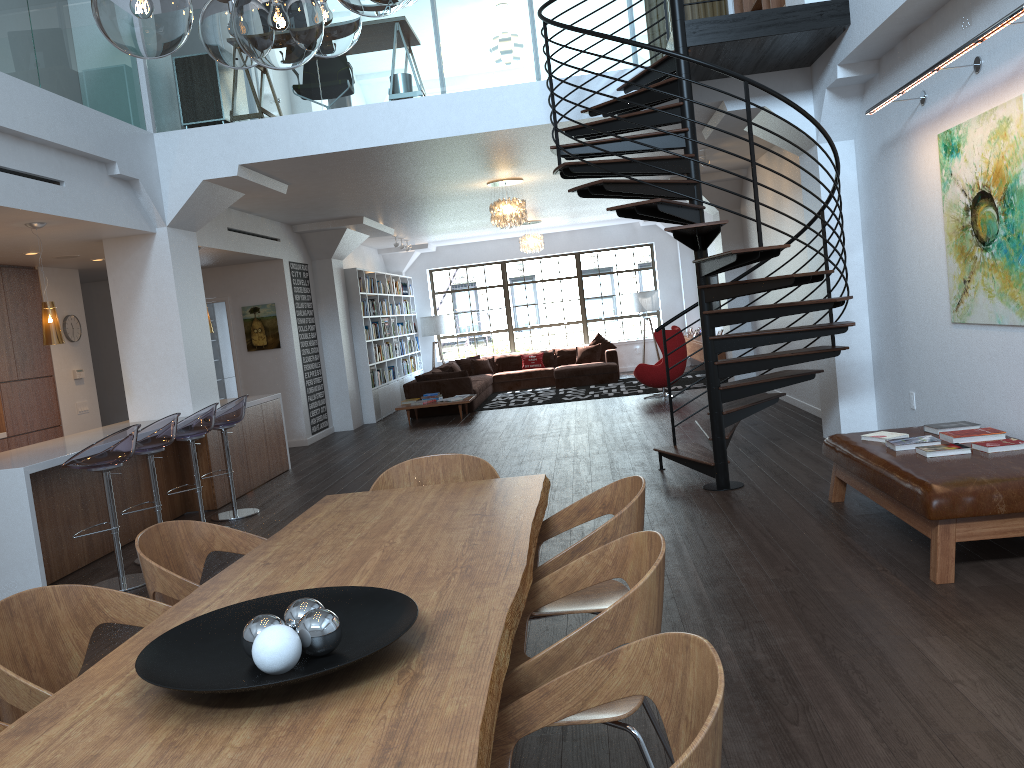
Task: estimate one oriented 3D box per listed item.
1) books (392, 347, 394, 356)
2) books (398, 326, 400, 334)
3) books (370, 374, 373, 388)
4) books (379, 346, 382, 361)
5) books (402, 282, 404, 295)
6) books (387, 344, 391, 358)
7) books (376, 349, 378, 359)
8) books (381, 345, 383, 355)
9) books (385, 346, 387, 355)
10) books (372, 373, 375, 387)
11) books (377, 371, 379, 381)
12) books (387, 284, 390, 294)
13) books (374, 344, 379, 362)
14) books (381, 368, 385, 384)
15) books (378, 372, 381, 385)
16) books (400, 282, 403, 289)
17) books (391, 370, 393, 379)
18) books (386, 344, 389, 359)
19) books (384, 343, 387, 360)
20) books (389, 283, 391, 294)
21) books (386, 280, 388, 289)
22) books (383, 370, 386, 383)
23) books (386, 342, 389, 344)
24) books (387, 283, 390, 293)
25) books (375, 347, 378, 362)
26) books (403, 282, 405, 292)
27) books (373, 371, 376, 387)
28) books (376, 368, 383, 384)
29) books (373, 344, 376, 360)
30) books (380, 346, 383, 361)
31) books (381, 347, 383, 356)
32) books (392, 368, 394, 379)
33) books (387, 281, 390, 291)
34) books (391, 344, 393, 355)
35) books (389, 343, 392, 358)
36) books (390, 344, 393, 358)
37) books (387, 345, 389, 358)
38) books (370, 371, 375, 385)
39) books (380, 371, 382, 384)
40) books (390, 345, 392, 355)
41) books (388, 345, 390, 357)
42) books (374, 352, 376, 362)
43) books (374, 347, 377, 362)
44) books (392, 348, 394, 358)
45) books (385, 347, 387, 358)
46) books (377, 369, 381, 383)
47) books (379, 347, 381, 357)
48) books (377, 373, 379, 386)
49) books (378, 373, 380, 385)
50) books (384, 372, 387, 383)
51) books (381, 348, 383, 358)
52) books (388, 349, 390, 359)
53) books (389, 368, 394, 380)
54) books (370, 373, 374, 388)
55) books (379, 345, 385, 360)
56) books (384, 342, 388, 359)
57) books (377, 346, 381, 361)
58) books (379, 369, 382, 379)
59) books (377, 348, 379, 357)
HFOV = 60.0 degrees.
[{"bbox_3d":[-2.193,-0.574,15.697,0.168,0.231,0.037,-6,4,4],"label":"books"},{"bbox_3d":[-2.145,-0.981,16.438,0.120,0.167,0.019,-6,4,5],"label":"books"},{"bbox_3d":[-2.279,-0.037,13.915,0.161,0.223,0.032,-6,4,5],"label":"books"},{"bbox_3d":[-2.265,-0.502,14.743,0.183,0.253,0.034,-6,4,5],"label":"books"},{"bbox_3d":[-2.202,-1.838,17.222,0.183,0.253,0.042,-6,4,5],"label":"books"},{"bbox_3d":[-2.202,-0.561,15.410,0.183,0.253,0.034,-6,4,4],"label":"books"},{"bbox_3d":[-2.283,-0.465,14.497,0.161,0.223,0.027,-6,4,5],"label":"books"},{"bbox_3d":[-2.253,-0.513,14.882,0.160,0.250,0.026,-6,4,5],"label":"books"},{"bbox_3d":[-2.220,-0.523,15.135,0.161,0.223,0.026,-6,4,4],"label":"books"},{"bbox_3d":[-2.265,-0.048,14.033,0.161,0.223,0.032,-6,4,5],"label":"books"},{"bbox_3d":[-2.253,-0.083,14.398,0.176,0.231,0.053,-6,4,5],"label":"books"},{"bbox_3d":[-2.299,-1.708,15.846,0.174,0.236,0.136,-6,4,4],"label":"books"},{"bbox_3d":[-2.286,-0.502,14.535,0.176,0.290,0.053,-6,4,5],"label":"books"},{"bbox_3d":[-2.222,-0.125,14.745,0.183,0.253,0.042,-6,4,5],"label":"books"},{"bbox_3d":[-2.235,-0.078,14.473,0.161,0.223,0.030,-6,4,4],"label":"books"},{"bbox_3d":[-2.211,-1.834,17.179,0.183,0.253,0.042,-6,4,5],"label":"books"},{"bbox_3d":[-2.153,-0.152,15.472,0.128,0.178,0.021,-6,4,5],"label":"books"},{"bbox_3d":[-2.223,-0.544,15.217,0.183,0.253,0.034,-6,4,4],"label":"books"},{"bbox_3d":[-2.245,-0.545,15.063,0.198,0.284,0.066,-6,4,4],"label":"books"},{"bbox_3d":[-2.279,-1.717,16.011,0.161,0.223,0.032,-6,4,5],"label":"books"},{"bbox_3d":[-2.305,-1.709,15.759,0.183,0.253,0.042,-6,4,5],"label":"books"},{"bbox_3d":[-2.215,-0.123,14.835,0.174,0.236,0.142,-6,4,4],"label":"books"},{"bbox_3d":[-2.211,-0.582,15.443,0.176,0.290,0.036,-6,4,4],"label":"books"},{"bbox_3d":[-2.285,-1.699,15.901,0.161,0.207,0.130,-6,4,4],"label":"books"},{"bbox_3d":[-2.287,-0.473,14.454,0.171,0.246,0.057,-6,4,5],"label":"books"},{"bbox_3d":[-2.192,-1.850,17.352,0.183,0.253,0.042,-6,4,5],"label":"books"},{"bbox_3d":[-2.271,-0.072,14.152,0.180,0.251,0.048,-6,4,5],"label":"books"},{"bbox_3d":[-2.235,-0.120,14.660,0.180,0.259,0.042,-6,4,5],"label":"books"},{"bbox_3d":[-2.282,-0.489,14.315,0.140,0.298,0.044,-6,4,5],"label":"books"},{"bbox_3d":[-2.258,-0.505,14.776,0.183,0.253,0.034,-6,4,5],"label":"books"},{"bbox_3d":[-2.263,-0.504,14.849,0.174,0.240,0.045,-6,4,5],"label":"books"},{"bbox_3d":[-2.147,-0.172,15.559,0.146,0.202,0.027,-6,4,5],"label":"books"},{"bbox_3d":[-2.292,-1.727,15.980,0.160,0.251,0.031,-6,4,5],"label":"books"},{"bbox_3d":[-2.198,-0.573,15.630,0.174,0.240,0.045,-6,4,4],"label":"books"},{"bbox_3d":[-2.204,-0.571,15.492,0.180,0.259,0.060,-6,4,4],"label":"books"},{"bbox_3d":[-2.202,-0.576,15.590,0.183,0.253,0.034,-6,4,4],"label":"books"},{"bbox_3d":[-2.217,-0.547,15.249,0.183,0.253,0.034,-6,4,4],"label":"books"},{"bbox_3d":[-2.279,-0.065,14.070,0.183,0.253,0.042,-6,4,5],"label":"books"},{"bbox_3d":[-2.235,-0.107,14.581,0.171,0.246,0.039,-6,4,5],"label":"books"},{"bbox_3d":[-2.197,-0.571,15.535,0.160,0.250,0.026,-6,4,4],"label":"books"},{"bbox_3d":[-2.216,-0.550,15.372,0.174,0.240,0.045,-6,4,4],"label":"books"},{"bbox_3d":[-2.301,-0.457,14.268,0.189,0.247,0.057,-6,4,5],"label":"books"},{"bbox_3d":[-2.294,-0.466,14.408,0.159,0.241,0.038,-6,4,5],"label":"books"},{"bbox_3d":[-2.184,-0.569,15.665,0.161,0.223,0.026,-6,4,4],"label":"books"},{"bbox_3d":[-2.226,-0.534,15.109,0.160,0.250,0.026,-6,4,4],"label":"books"},{"bbox_3d":[-2.245,-0.105,14.508,0.183,0.253,0.042,-6,4,5],"label":"books"},{"bbox_3d":[-2.269,-0.488,14.709,0.168,0.231,0.037,-6,4,5],"label":"books"},{"bbox_3d":[-2.246,-0.076,14.354,0.161,0.223,0.032,-6,4,5],"label":"books"},{"bbox_3d":[-2.243,-0.083,14.441,0.161,0.223,0.033,-6,4,5],"label":"books"},{"bbox_3d":[-2.202,-0.115,14.892,0.161,0.207,0.135,-6,4,4],"label":"books"},{"bbox_3d":[-2.259,-0.508,14.809,0.183,0.253,0.034,-6,4,5],"label":"books"},{"bbox_3d":[-2.210,-0.540,15.337,0.161,0.223,0.027,-6,4,4],"label":"books"},{"bbox_3d":[-2.158,-0.169,15.533,0.146,0.202,0.027,-6,4,5],"label":"books"},{"bbox_3d":[-2.276,-0.050,13.958,0.174,0.240,0.054,-6,4,5],"label":"books"},{"bbox_3d":[-2.248,-0.518,14.911,0.183,0.253,0.034,-6,4,5],"label":"books"},{"bbox_3d":[-2.229,-0.558,15.172,0.176,0.290,0.053,-6,4,4],"label":"books"},{"bbox_3d":[-2.268,-0.492,14.661,0.171,0.246,0.057,-6,4,5],"label":"books"},{"bbox_3d":[-2.235,-0.112,14.620,0.160,0.251,0.039,-6,4,5],"label":"books"},{"bbox_3d":[-2.294,-0.482,14.613,0.174,0.240,0.045,-6,4,5],"label":"books"}]
